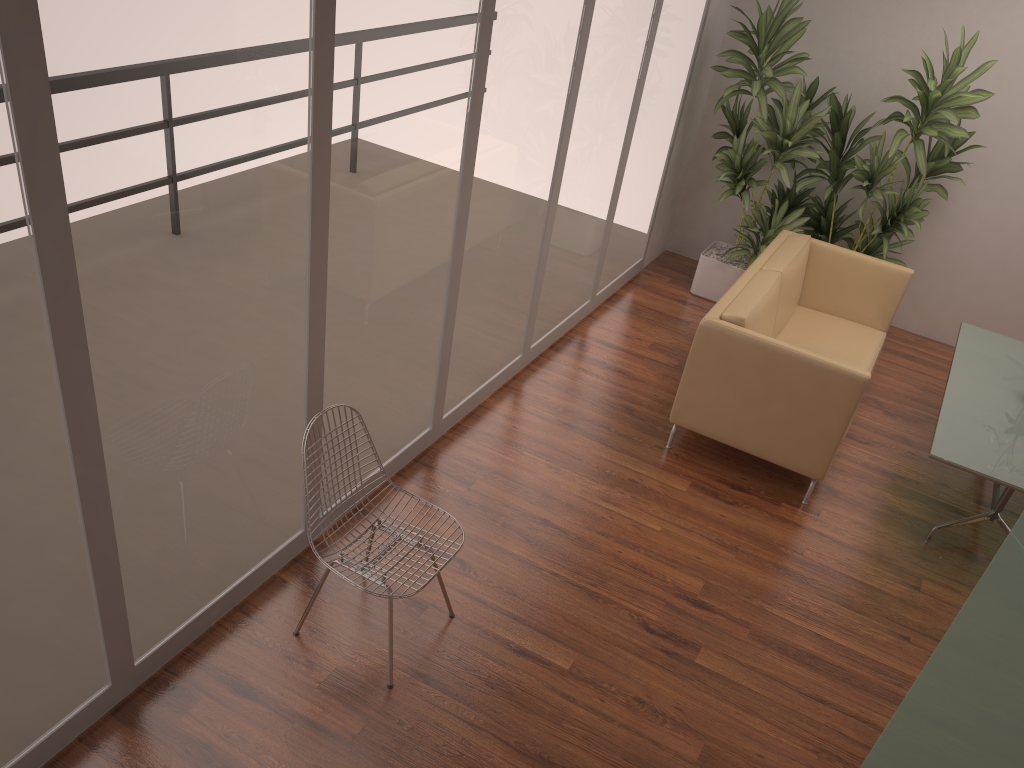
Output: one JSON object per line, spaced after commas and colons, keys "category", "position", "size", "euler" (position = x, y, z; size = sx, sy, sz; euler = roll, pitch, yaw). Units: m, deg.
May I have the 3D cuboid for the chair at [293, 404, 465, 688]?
{"category": "chair", "position": [-0.498, 0.576, 3.298], "size": [0.555, 0.942, 0.524], "euler": [23, 36, 19]}

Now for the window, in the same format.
{"category": "window", "position": [-0.620, -0.710, 2.892], "size": [0.061, 3.430, 8.266], "euler": [24, 35, 20]}

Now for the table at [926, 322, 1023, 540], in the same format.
{"category": "table", "position": [2.785, 0.374, 4.914], "size": [0.930, 0.586, 1.806], "euler": [23, 34, 19]}

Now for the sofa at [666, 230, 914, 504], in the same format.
{"category": "sofa", "position": [1.694, -0.205, 5.234], "size": [0.870, 0.876, 1.739], "euler": [23, 35, 19]}

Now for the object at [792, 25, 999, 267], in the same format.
{"category": "object", "position": [2.433, -1.347, 6.007], "size": [1.060, 2.201, 0.942], "euler": [32, 39, 29]}

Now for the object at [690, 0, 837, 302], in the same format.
{"category": "object", "position": [1.836, -1.583, 6.204], "size": [1.057, 2.201, 0.944], "euler": [-22, 46, -39]}
